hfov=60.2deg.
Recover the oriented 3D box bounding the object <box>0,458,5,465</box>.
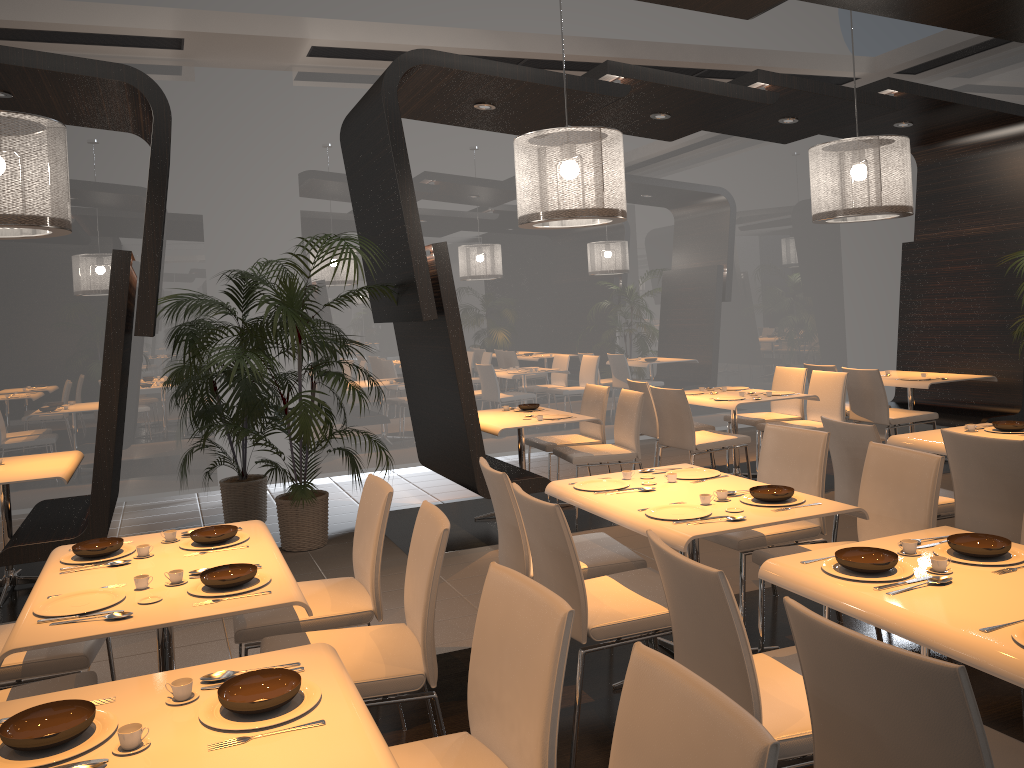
[{"bbox_3d":[-3.344,0.489,5.534,0.304,0.044,0.365,-6,5,-27],"label":"object"}]

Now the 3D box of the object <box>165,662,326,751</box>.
[{"bbox_3d":[-0.555,0.641,1.832,0.304,0.044,0.365,-5,5,-22],"label":"object"}]

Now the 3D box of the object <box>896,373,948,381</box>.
[{"bbox_3d":[3.544,-0.059,7.610,0.335,0.038,0.377,-6,5,-27],"label":"object"}]

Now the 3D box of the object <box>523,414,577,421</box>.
[{"bbox_3d":[0.250,0.225,6.364,0.336,0.038,0.377,-6,6,-32],"label":"object"}]

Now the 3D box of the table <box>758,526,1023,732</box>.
[{"bbox_3d":[1.329,0.888,2.242,0.801,0.725,1.148,-4,4,-21],"label":"table"}]

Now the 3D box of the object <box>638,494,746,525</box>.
[{"bbox_3d":[0.676,0.460,3.247,0.335,0.038,0.377,-6,5,-27],"label":"object"}]

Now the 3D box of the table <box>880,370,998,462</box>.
[{"bbox_3d":[3.605,0.289,7.967,0.801,0.725,1.148,-4,4,-21],"label":"table"}]

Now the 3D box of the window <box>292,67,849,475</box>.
[{"bbox_3d":[1.014,-1.336,9.398,6.591,3.978,0.070,-5,1,-22],"label":"window"}]

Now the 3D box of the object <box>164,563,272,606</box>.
[{"bbox_3d":[-0.893,0.589,2.687,0.304,0.044,0.365,-5,5,-22],"label":"object"}]

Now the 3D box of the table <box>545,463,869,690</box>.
[{"bbox_3d":[0.746,0.807,3.617,0.801,0.725,1.148,-4,4,-21],"label":"table"}]

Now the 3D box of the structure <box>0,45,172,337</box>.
[{"bbox_3d":[-4.933,-0.938,4.611,5.943,1.727,1.402,-5,3,-22],"label":"structure"}]

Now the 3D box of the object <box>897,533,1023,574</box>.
[{"bbox_3d":[1.318,0.476,2.578,0.304,0.044,0.365,-5,5,-22],"label":"object"}]

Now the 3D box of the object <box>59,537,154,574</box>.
[{"bbox_3d":[-1.423,0.584,3.108,0.304,0.044,0.365,-5,5,-22],"label":"object"}]

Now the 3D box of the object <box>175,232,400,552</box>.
[{"bbox_3d":[-1.419,0.071,5.863,1.564,2.059,1.504,-4,2,-28],"label":"object"}]

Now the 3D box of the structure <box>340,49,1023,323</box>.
[{"bbox_3d":[1.717,-1.523,7.244,5.943,1.727,1.402,-5,3,-22],"label":"structure"}]

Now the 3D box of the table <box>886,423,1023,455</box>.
[{"bbox_3d":[2.722,0.633,4.403,1.055,0.725,1.148,-4,4,-21],"label":"table"}]

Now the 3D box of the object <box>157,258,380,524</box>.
[{"bbox_3d":[-2.021,0.028,6.789,1.559,2.059,1.510,-2,2,30],"label":"object"}]

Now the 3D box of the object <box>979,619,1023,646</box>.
[{"bbox_3d":[1.251,0.537,1.890,0.304,0.044,0.365,-5,5,-22],"label":"object"}]

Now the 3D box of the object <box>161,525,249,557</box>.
[{"bbox_3d":[-1.122,0.557,3.233,0.304,0.044,0.365,-5,5,-22],"label":"object"}]

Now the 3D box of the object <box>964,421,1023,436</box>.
[{"bbox_3d":[2.608,0.229,4.709,0.304,0.044,0.365,-5,5,-22],"label":"object"}]

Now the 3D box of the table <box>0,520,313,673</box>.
[{"bbox_3d":[-1.128,0.970,2.894,0.801,0.725,1.148,-4,4,-21],"label":"table"}]

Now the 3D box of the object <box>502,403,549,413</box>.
[{"bbox_3d":[0.096,0.185,6.919,0.304,0.044,0.365,-5,5,-22],"label":"object"}]

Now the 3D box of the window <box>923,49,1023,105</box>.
[{"bbox_3d":[6.010,-1.430,7.213,0.070,3.973,6.586,-3,3,-21],"label":"window"}]

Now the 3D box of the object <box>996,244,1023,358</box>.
[{"bbox_3d":[4.580,-0.340,6.836,1.505,2.059,1.563,-3,2,-8],"label":"object"}]

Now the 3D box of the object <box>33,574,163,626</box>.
[{"bbox_3d":[-1.193,0.620,2.548,0.335,0.038,0.377,-6,5,-27],"label":"object"}]

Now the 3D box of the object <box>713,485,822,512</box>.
[{"bbox_3d":[0.961,0.427,3.407,0.304,0.044,0.365,-5,5,-22],"label":"object"}]

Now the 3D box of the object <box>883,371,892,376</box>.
[{"bbox_3d":[3.322,-0.098,8.187,0.304,0.044,0.365,-5,5,-22],"label":"object"}]

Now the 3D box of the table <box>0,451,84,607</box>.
[{"bbox_3d":[-3.045,0.874,5.334,0.801,0.725,1.148,-4,4,-21],"label":"table"}]

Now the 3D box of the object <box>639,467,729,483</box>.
[{"bbox_3d":[0.749,0.394,3.992,0.336,0.038,0.377,-6,6,-32],"label":"object"}]

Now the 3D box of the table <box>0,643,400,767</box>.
[{"bbox_3d":[-0.568,1.054,1.496,0.801,0.725,1.148,-4,4,-21],"label":"table"}]

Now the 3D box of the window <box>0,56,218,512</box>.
[{"bbox_3d":[-5.671,-0.748,6.751,6.591,3.978,0.070,-5,1,-22],"label":"window"}]

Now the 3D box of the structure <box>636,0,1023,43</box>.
[{"bbox_3d":[0.938,-1.127,2.915,10.680,1.735,2.904,-5,4,-22],"label":"structure"}]

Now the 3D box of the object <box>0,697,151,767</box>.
[{"bbox_3d":[-0.860,0.669,1.701,0.304,0.044,0.365,-5,5,-22],"label":"object"}]

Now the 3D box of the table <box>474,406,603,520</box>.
[{"bbox_3d":[0.077,0.598,6.590,0.801,0.725,1.148,-4,4,-21],"label":"table"}]

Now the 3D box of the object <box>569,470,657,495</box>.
[{"bbox_3d":[0.450,0.425,3.818,0.335,0.038,0.377,-6,5,-27],"label":"object"}]

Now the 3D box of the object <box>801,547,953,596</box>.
[{"bbox_3d":[1.034,0.501,2.472,0.304,0.044,0.365,-5,5,-22],"label":"object"}]

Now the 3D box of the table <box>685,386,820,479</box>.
[{"bbox_3d":[1.836,0.444,7.274,0.801,0.725,1.148,-4,4,-21],"label":"table"}]
